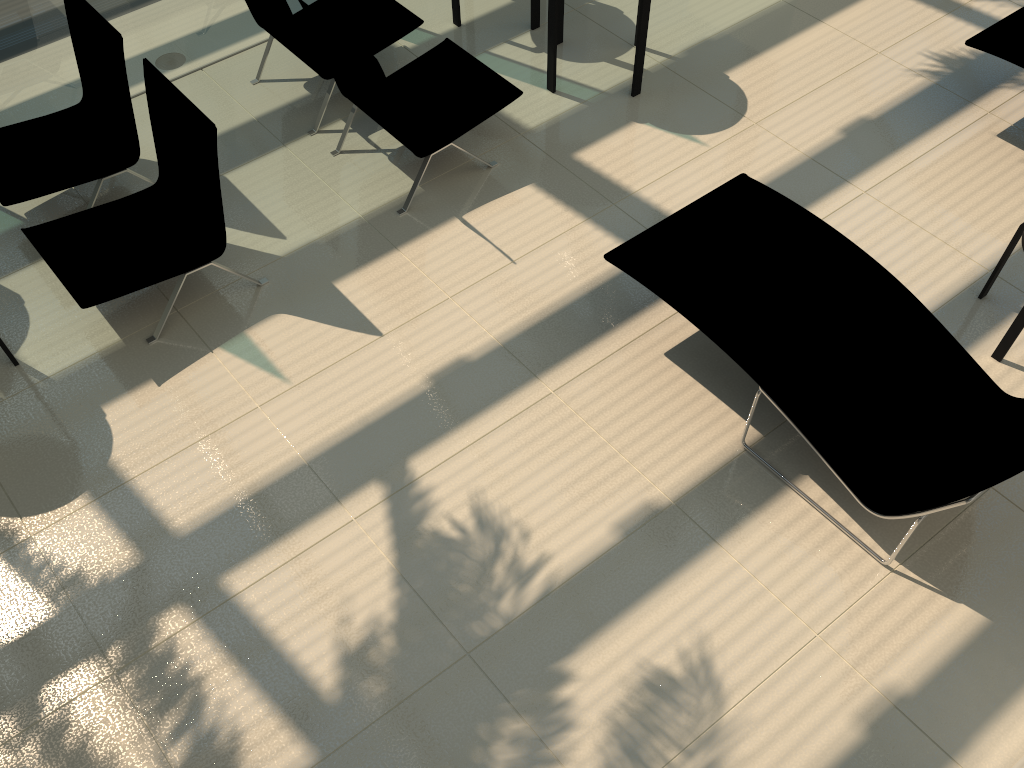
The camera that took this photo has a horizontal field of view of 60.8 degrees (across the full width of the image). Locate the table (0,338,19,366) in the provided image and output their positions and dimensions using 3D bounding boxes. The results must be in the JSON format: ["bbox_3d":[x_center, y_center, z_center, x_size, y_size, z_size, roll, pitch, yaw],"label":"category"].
[{"bbox_3d":[-2.754,-0.192,3.875,0.679,0.843,0.626,6,54,6],"label":"table"}]

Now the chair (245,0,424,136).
[{"bbox_3d":[-1.090,-2.199,5.106,0.861,0.959,0.680,-33,59,-21],"label":"chair"}]

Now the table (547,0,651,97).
[{"bbox_3d":[0.522,-2.249,5.174,0.680,0.843,0.625,-1,53,1],"label":"table"}]

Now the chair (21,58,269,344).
[{"bbox_3d":[-1.850,-0.825,4.204,0.861,0.959,0.680,-33,59,-21],"label":"chair"}]

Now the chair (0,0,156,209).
[{"bbox_3d":[-2.433,-1.374,4.585,0.861,0.959,0.680,-33,59,-21],"label":"chair"}]

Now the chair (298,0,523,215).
[{"bbox_3d":[-0.506,-1.650,4.725,0.861,0.959,0.680,-33,59,-21],"label":"chair"}]

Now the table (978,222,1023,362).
[{"bbox_3d":[2.568,-0.438,4.082,0.554,0.559,0.509,3,54,3],"label":"table"}]

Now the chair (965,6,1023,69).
[{"bbox_3d":[3.493,-1.611,4.422,0.894,1.249,1.936,-35,61,-22],"label":"chair"}]

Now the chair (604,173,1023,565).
[{"bbox_3d":[1.408,-0.309,3.599,0.894,1.249,1.936,-35,61,-22],"label":"chair"}]

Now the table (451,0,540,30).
[{"bbox_3d":[-0.084,-2.819,5.571,0.680,0.843,0.625,-1,53,1],"label":"table"}]
